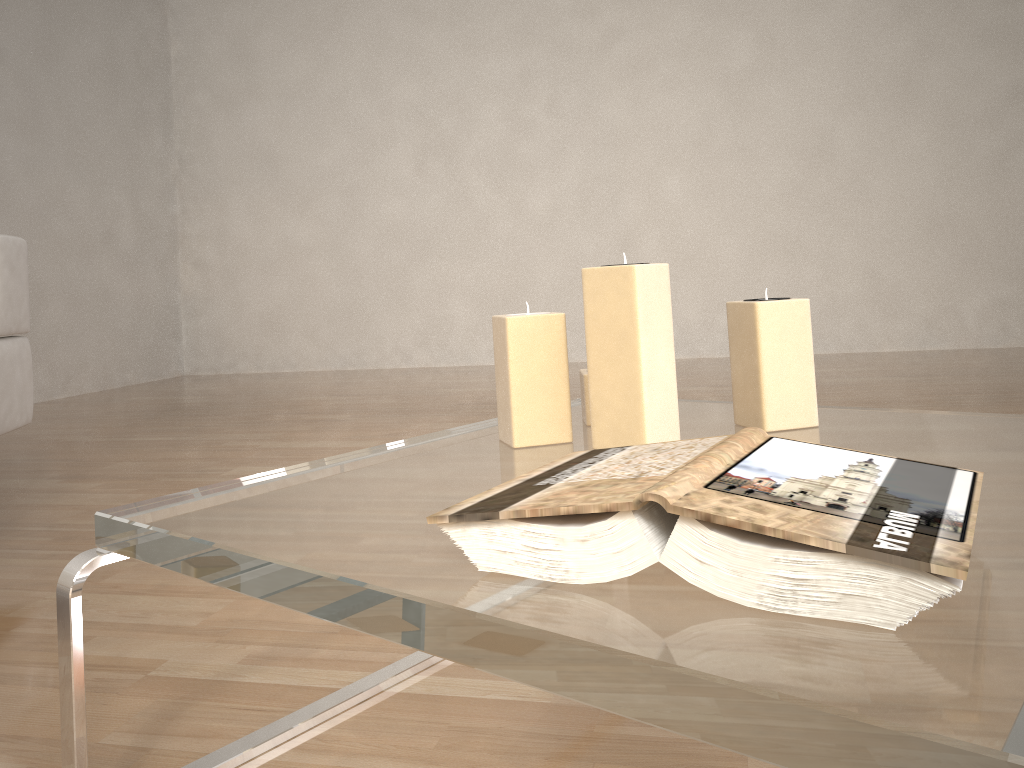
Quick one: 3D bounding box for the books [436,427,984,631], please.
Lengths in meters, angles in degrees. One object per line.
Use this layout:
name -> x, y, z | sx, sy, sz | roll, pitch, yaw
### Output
books -> 0.125, 0.072, 0.545 | 0.291, 0.056, 0.205 | 0, 7, 30

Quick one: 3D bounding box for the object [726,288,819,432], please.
object -> 0.283, -0.030, 0.957 | 0.067, 0.151, 0.067 | -3, -1, -15

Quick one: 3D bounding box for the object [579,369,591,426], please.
object -> 0.118, 0.007, 1.052 | 0.067, 0.074, 0.067 | -3, 1, 0

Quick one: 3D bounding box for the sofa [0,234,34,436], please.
sofa -> -1.299, 0.023, 0.900 | 0.907, 0.739, 1.787 | -4, 5, -10

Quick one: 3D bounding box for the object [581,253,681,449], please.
object -> 0.120, -0.035, 0.887 | 0.067, 0.197, 0.067 | -5, -2, 40

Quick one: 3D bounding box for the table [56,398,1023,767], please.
table -> 0.158, 0.197, 0.784 | 0.698, 0.249, 0.800 | 1, 7, 40

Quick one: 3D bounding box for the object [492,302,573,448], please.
object -> 0.021, -0.014, 0.949 | 0.067, 0.152, 0.067 | -3, -1, -15
